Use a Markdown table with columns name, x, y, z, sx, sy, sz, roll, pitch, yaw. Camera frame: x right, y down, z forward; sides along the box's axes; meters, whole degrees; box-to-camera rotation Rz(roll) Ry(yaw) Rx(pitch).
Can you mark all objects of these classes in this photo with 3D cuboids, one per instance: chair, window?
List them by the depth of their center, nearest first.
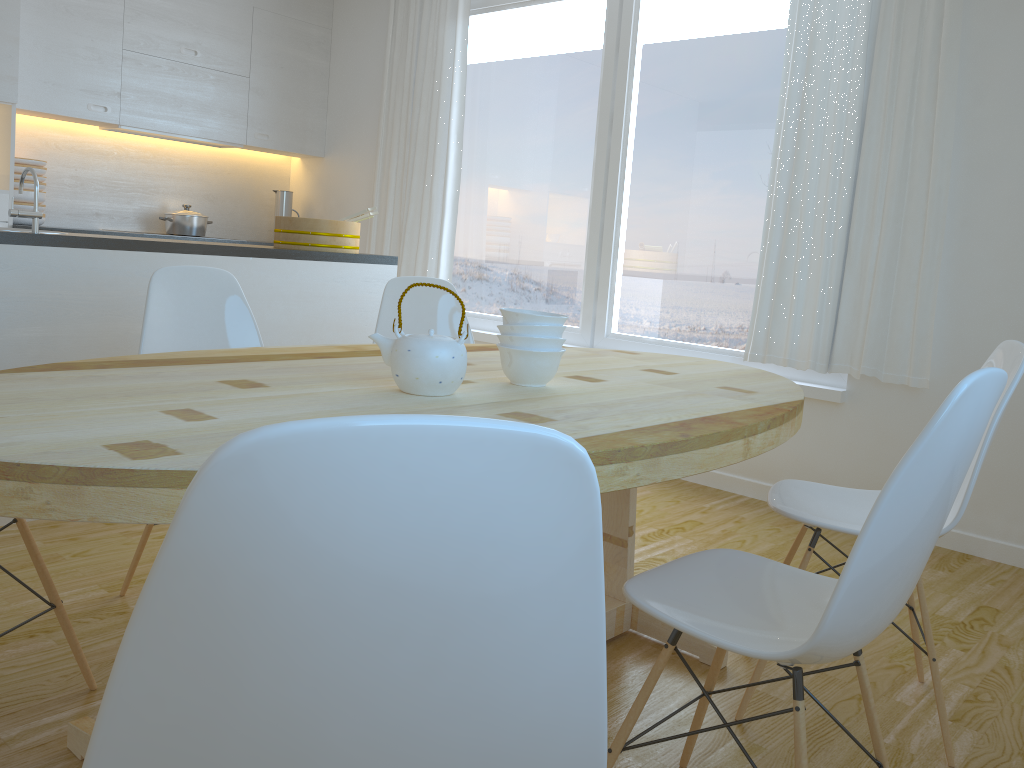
| name | x | y | z | sx | sy | sz | roll | pitch | yaw |
| --- | --- | --- | --- | --- | --- | --- | --- | --- | --- |
| chair | -0.175 | 0.423 | 0.846 | 0.429 | 0.896 | 0.527 | 3 | 6 | -19 |
| chair | 0.437 | 0.382 | 1.438 | 0.526 | 0.896 | 0.430 | 10 | 8 | 41 |
| chair | -1.159 | 0.215 | 1.727 | 0.524 | 0.896 | 0.432 | 6 | 6 | 11 |
| chair | 0.846 | 0.319 | 2.082 | 0.524 | 0.896 | 0.432 | 6 | 6 | 16 |
| chair | -0.231 | 0.113 | 2.898 | 0.429 | 0.896 | 0.526 | 1 | 7 | -29 |
| window | 0.519 | -1.139 | 4.578 | 2.741 | 1.907 | 0.088 | 11 | 8 | 41 |

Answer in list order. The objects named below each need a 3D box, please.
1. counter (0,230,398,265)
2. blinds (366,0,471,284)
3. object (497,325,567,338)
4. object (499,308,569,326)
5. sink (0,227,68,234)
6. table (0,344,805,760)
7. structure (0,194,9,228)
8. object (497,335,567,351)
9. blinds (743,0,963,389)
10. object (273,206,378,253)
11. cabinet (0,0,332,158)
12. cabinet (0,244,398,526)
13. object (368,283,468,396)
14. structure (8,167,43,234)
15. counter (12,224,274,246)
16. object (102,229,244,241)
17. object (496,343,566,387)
| name | x | y | z | sx | sy | sz | roll | pitch | yaw |
| --- | --- | --- | --- | --- | --- | --- | --- | --- | --- |
| counter | -1.534 | -0.530 | 3.290 | 0.604 | 0.040 | 2.404 | 12 | 11 | 40 |
| blinds | -0.601 | -1.518 | 5.303 | 0.799 | 2.148 | 0.150 | 9 | 7 | 41 |
| object | 0.040 | -0.088 | 1.924 | 0.152 | 0.095 | 0.152 | 0 | 9 | -32 |
| object | 0.045 | -0.116 | 1.921 | 0.151 | 0.086 | 0.153 | 2 | 8 | -20 |
| sink | -1.772 | -0.464 | 3.081 | 0.404 | 0.156 | 0.407 | 3 | 8 | -7 |
| table | -0.123 | 0.350 | 1.949 | 1.200 | 0.721 | 2.193 | 11 | 10 | 39 |
| structure | -2.720 | -0.636 | 4.240 | 0.049 | 0.592 | 0.561 | 9 | 8 | 41 |
| object | 0.039 | -0.064 | 1.924 | 0.152 | 0.092 | 0.152 | 3 | 8 | -10 |
| blinds | 1.385 | -1.102 | 3.552 | 0.799 | 2.148 | 0.150 | 9 | 7 | 41 |
| object | -0.848 | -0.706 | 3.985 | 0.429 | 0.213 | 0.381 | 2 | 8 | -20 |
| cabinet | -2.389 | -1.155 | 4.874 | 0.483 | 2.287 | 3.206 | 9 | 8 | 41 |
| cabinet | -1.571 | -0.061 | 3.331 | 0.604 | 0.904 | 2.404 | 10 | 9 | 41 |
| object | -0.168 | -0.091 | 1.717 | 0.178 | 0.210 | 0.147 | 10 | 8 | 40 |
| structure | -1.621 | -0.608 | 2.909 | 0.163 | 0.214 | 0.097 | 10 | 8 | 41 |
| counter | -2.062 | -0.884 | 5.391 | 0.603 | 0.040 | 2.003 | 12 | 11 | 40 |
| object | -2.060 | -0.902 | 5.394 | 0.565 | 0.013 | 0.655 | 12 | 11 | 41 |
| object | 0.038 | -0.041 | 1.922 | 0.152 | 0.082 | 0.153 | 3 | 8 | -9 |
